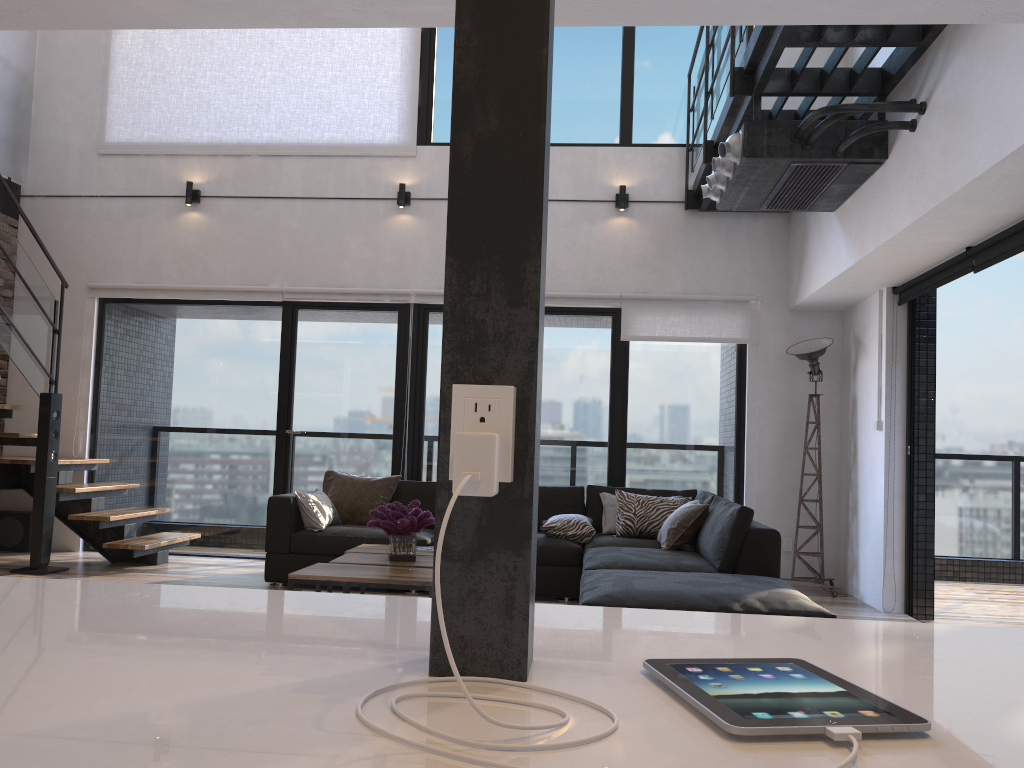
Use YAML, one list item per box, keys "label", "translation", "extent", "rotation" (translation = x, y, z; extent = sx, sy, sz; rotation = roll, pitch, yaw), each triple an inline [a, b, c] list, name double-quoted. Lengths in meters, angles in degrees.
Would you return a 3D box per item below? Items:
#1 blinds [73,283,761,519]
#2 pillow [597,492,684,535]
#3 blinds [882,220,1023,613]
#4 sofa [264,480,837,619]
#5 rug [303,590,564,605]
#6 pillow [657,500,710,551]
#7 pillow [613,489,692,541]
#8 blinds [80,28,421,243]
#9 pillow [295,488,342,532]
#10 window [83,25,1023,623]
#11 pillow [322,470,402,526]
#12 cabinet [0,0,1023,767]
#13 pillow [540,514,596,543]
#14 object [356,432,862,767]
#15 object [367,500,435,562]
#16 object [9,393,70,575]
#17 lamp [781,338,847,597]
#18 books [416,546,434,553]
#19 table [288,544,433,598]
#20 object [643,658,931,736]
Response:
- label: "blinds"
  translation: [-0.786, 0.279, 6.831]
  extent: [5.369, 2.042, 0.096]
  rotation: [2, -3, 5]
- label: "pillow"
  translation: [0.889, 0.903, 6.058]
  extent: [0.611, 0.293, 0.235]
  rotation: [2, -4, 6]
- label: "blinds"
  translation: [2.952, 0.280, 3.571]
  extent: [1.830, 2.050, 3.862]
  rotation: [5, -5, -40]
- label: "sofa"
  translation: [-0.110, 0.952, 5.046]
  extent: [3.044, 0.700, 3.002]
  rotation: [2, -4, 5]
- label: "rug"
  translation: [-0.587, 1.238, 4.432]
  extent: [1.637, 0.003, 2.115]
  rotation: [2, -4, 5]
- label: "pillow"
  translation: [1.050, 0.874, 5.479]
  extent: [0.273, 0.309, 0.547]
  rotation: [2, -4, 5]
- label: "pillow"
  translation: [0.940, 0.871, 5.898]
  extent: [0.531, 0.314, 0.251]
  rotation: [1, -4, 9]
- label: "blinds"
  translation: [-3.193, -2.678, 6.288]
  extent: [10.206, 2.973, 1.997]
  rotation: [3, -4, -16]
- label: "pillow"
  translation: [-1.290, 0.843, 5.944]
  extent: [0.212, 0.265, 0.499]
  rotation: [2, -4, 6]
- label: "window"
  translation: [-1.096, -1.302, 5.289]
  extent: [13.397, 5.562, 5.669]
  rotation: [2, -4, 5]
- label: "pillow"
  translation: [-1.108, 0.808, 6.270]
  extent: [0.609, 0.382, 0.265]
  rotation: [2, -4, 5]
- label: "cabinet"
  translation: [-1.756, -0.327, 0.395]
  extent: [9.115, 2.869, 2.476]
  rotation: [2, -4, 5]
- label: "pillow"
  translation: [0.371, 0.959, 5.916]
  extent: [0.356, 0.177, 0.531]
  rotation: [2, -4, 3]
- label: "object"
  translation: [0.061, 0.165, 0.736]
  extent: [0.417, 0.246, 0.214]
  rotation: [0, -4, 26]
- label: "object"
  translation: [-0.551, 0.724, 4.519]
  extent: [0.341, 0.342, 0.375]
  rotation: [2, -4, 6]
- label: "object"
  translation: [-3.158, 0.664, 6.006]
  extent: [0.271, 1.205, 0.271]
  rotation: [1, -3, 10]
- label: "lamp"
  translation: [1.705, 0.544, 6.230]
  extent: [1.468, 1.826, 0.425]
  rotation: [3, -3, -10]
- label: "books"
  translation: [-0.386, 0.928, 4.981]
  extent: [0.228, 0.013, 0.295]
  rotation: [0, -5, 26]
- label: "table"
  translation: [-0.584, 1.066, 4.480]
  extent: [0.697, 0.350, 1.299]
  rotation: [2, -4, 5]
- label: "object"
  translation: [0.250, 0.299, 0.853]
  extent: [0.188, 0.013, 0.240]
  rotation: [3, -4, -10]
